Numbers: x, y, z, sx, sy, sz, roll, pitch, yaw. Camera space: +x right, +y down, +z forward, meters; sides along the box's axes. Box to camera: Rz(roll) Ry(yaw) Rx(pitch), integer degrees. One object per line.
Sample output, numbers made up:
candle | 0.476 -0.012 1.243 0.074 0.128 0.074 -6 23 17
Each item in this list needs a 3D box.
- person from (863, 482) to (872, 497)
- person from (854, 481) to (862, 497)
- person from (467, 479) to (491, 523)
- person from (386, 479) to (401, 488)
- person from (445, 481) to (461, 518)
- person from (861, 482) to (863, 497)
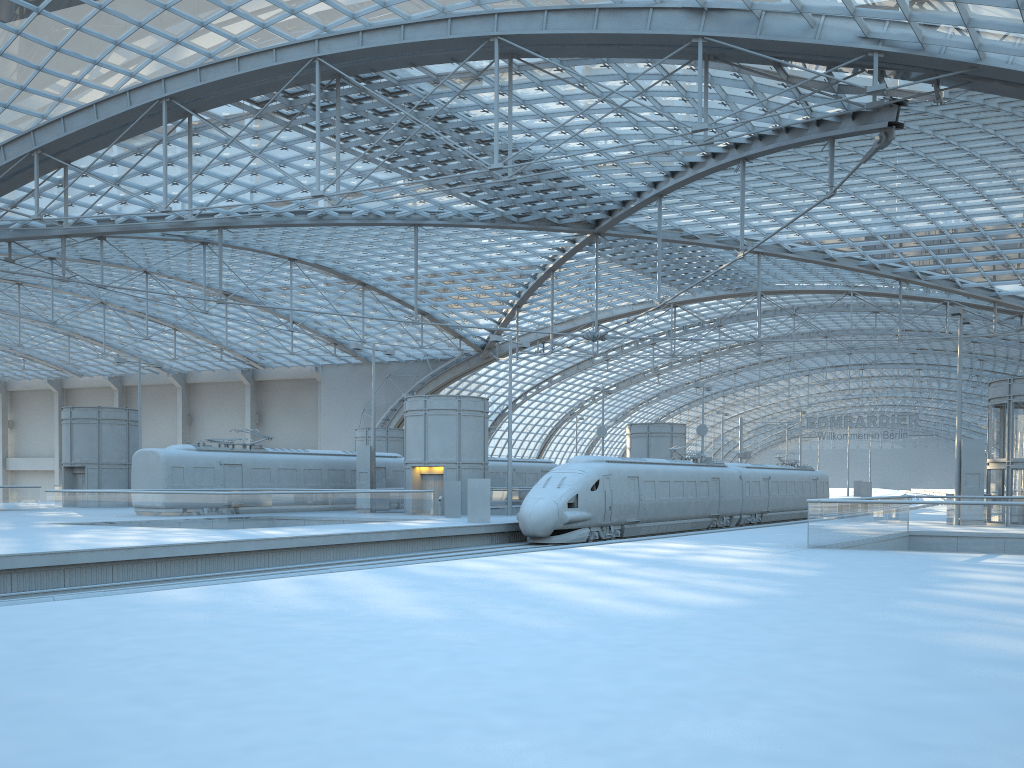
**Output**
person | 35.941 10.730 88.778 0.827 1.738 0.001 0 1 34
person | 38.003 11.536 96.748 0.900 1.806 0.001 0 1 29
person | -1.224 4.419 33.103 0.875 1.712 0.001 0 1 8
person | -6.202 5.825 46.085 0.827 1.738 0.001 0 1 8
person | -2.512 4.936 37.456 0.710 1.618 0.001 0 1 13
person | 37.122 11.104 92.262 0.875 1.712 0.001 0 1 34
